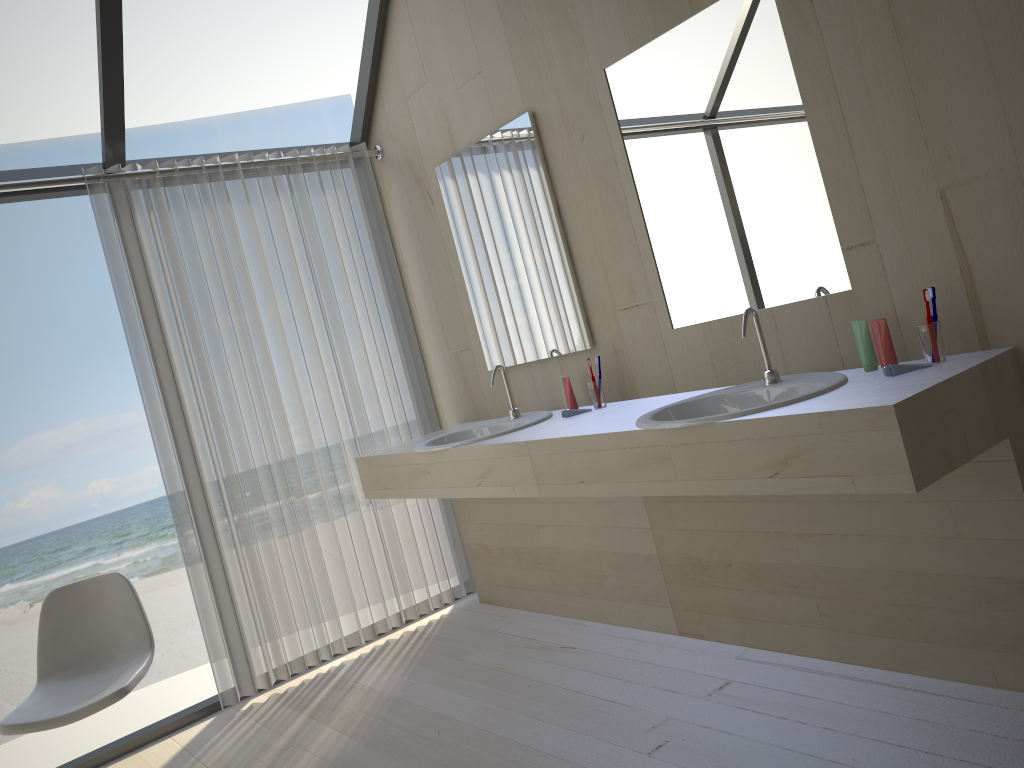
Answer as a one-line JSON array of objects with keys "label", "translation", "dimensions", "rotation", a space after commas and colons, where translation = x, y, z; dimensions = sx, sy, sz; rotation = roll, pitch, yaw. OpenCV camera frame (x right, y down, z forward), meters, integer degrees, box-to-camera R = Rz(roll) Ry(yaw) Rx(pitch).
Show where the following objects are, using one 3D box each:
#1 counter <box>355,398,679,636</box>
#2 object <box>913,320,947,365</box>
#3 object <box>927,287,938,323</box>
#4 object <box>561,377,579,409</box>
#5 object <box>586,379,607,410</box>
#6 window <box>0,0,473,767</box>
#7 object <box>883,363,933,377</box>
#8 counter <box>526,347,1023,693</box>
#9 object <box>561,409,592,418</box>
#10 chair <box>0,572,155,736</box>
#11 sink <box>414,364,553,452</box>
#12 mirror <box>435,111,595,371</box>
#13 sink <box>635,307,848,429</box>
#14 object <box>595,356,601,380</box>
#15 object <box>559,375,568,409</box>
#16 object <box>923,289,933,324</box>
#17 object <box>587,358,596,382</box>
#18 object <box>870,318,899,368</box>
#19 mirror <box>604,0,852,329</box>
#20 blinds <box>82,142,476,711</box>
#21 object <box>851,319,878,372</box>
[{"label": "counter", "translation": [0.012, 0.555, 3.319], "dimensions": [0.554, 0.791, 1.197], "rotation": [-15, 2, -36]}, {"label": "object", "translation": [0.985, -0.094, 2.076], "dimensions": [0.059, 0.100, 0.058], "rotation": [-15, 0, -26]}, {"label": "object", "translation": [0.990, -0.138, 2.079], "dimensions": [0.054, 0.175, 0.012], "rotation": [-15, 0, -11]}, {"label": "object", "translation": [0.202, 0.042, 3.090], "dimensions": [0.039, 0.135, 0.039], "rotation": [-15, 0, 13]}, {"label": "object", "translation": [0.294, 0.038, 3.047], "dimensions": [0.059, 0.100, 0.058], "rotation": [-15, 0, -29]}, {"label": "window", "translation": [-2.117, 0.091, 2.520], "dimensions": [4.595, 2.814, 0.739], "rotation": [-16, 1, -36]}, {"label": "object", "translation": [0.909, -0.040, 2.039], "dimensions": [0.104, 0.029, 0.033], "rotation": [-15, 1, 4]}, {"label": "counter", "translation": [0.703, 0.423, 2.349], "dimensions": [0.554, 0.791, 1.197], "rotation": [-15, 2, -36]}, {"label": "object", "translation": [0.219, 0.092, 3.009], "dimensions": [0.104, 0.029, 0.033], "rotation": [-15, 1, 4]}, {"label": "chair", "translation": [-1.342, 0.816, 2.732], "dimensions": [0.370, 0.347, 0.453], "rotation": [-15, 2, -7]}, {"label": "sink", "translation": [-0.111, 0.162, 3.267], "dimensions": [0.507, 0.419, 0.570], "rotation": [-16, 2, -33]}, {"label": "mirror", "translation": [-0.012, -0.513, 3.405], "dimensions": [0.023, 0.868, 0.649], "rotation": [-14, 0, -36]}, {"label": "sink", "translation": [0.580, 0.030, 2.296], "dimensions": [0.507, 0.419, 0.570], "rotation": [-16, 2, -33]}, {"label": "object", "translation": [0.299, -0.006, 3.050], "dimensions": [0.054, 0.175, 0.012], "rotation": [-15, 0, -11]}, {"label": "object", "translation": [0.200, 0.036, 3.204], "dimensions": [0.039, 0.135, 0.039], "rotation": [-15, 0, 13]}, {"label": "object", "translation": [0.973, -0.133, 2.047], "dimensions": [0.012, 0.178, 0.050], "rotation": [-15, 0, 4]}, {"label": "object", "translation": [0.282, -0.002, 3.017], "dimensions": [0.012, 0.178, 0.050], "rotation": [-15, 0, 4]}, {"label": "object", "translation": [0.893, -0.090, 2.120], "dimensions": [0.039, 0.135, 0.039], "rotation": [-15, 0, 5]}, {"label": "mirror", "translation": [0.603, -0.632, 2.587], "dimensions": [0.023, 0.868, 0.649], "rotation": [-14, 0, -36]}, {"label": "blinds", "translation": [-0.879, 0.062, 3.634], "dimensions": [1.191, 2.071, 0.083], "rotation": [-15, 0, -36]}, {"label": "object", "translation": [0.891, -0.096, 2.234], "dimensions": [0.039, 0.135, 0.039], "rotation": [-15, 0, 5]}]
